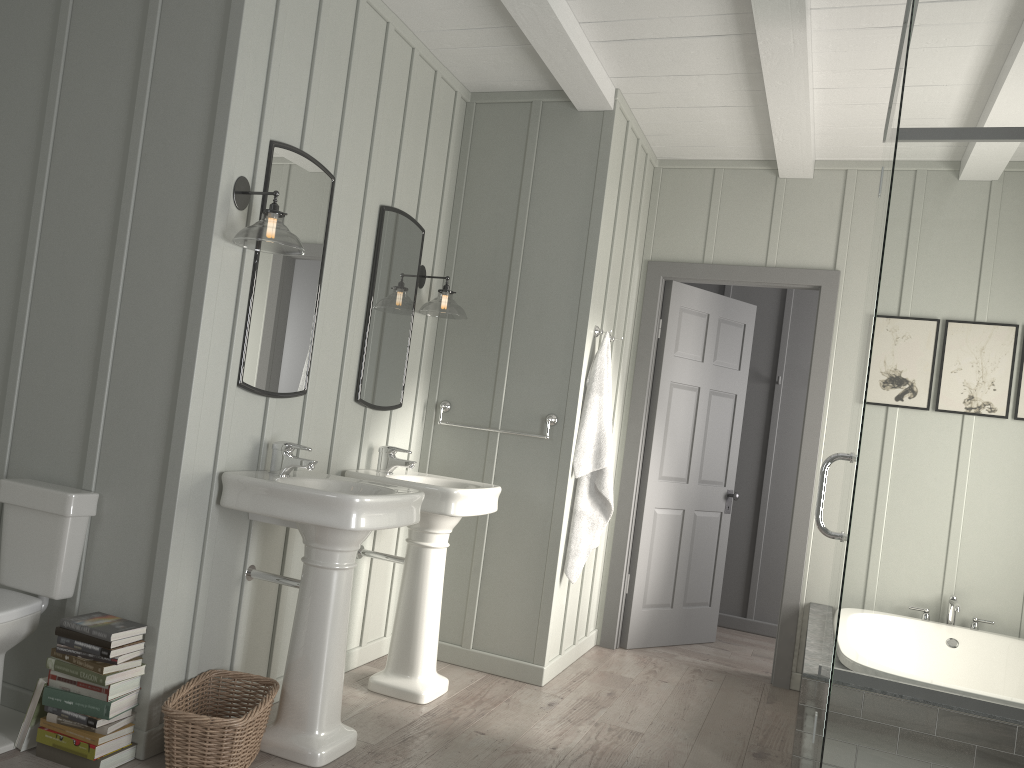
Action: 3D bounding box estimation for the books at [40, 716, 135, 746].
[{"bbox_3d":[-1.291,1.038,2.689,0.238,0.024,0.145,6,-3,22],"label":"books"}]

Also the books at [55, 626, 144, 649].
[{"bbox_3d":[-1.254,0.759,2.691,0.211,0.024,0.147,7,-3,18],"label":"books"}]

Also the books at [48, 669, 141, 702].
[{"bbox_3d":[-1.270,0.901,2.698,0.228,0.051,0.152,7,-2,17],"label":"books"}]

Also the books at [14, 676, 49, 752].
[{"bbox_3d":[-1.432,1.011,2.750,0.094,0.235,0.166,7,-2,21],"label":"books"}]

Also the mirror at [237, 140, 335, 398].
[{"bbox_3d":[-0.792,-0.388,3.146,0.015,0.884,0.414,7,-1,20],"label":"mirror"}]

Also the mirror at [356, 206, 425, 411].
[{"bbox_3d":[-0.527,-0.320,3.895,0.015,0.884,0.414,7,-1,20],"label":"mirror"}]

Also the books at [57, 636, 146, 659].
[{"bbox_3d":[-1.247,0.785,2.686,0.212,0.024,0.146,7,-3,21],"label":"books"}]

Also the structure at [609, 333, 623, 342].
[{"bbox_3d":[0.519,-0.227,4.469,0.081,0.056,0.055,7,-2,22],"label":"structure"}]

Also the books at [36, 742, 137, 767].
[{"bbox_3d":[-1.295,1.116,2.695,0.244,0.049,0.160,7,-3,19],"label":"books"}]

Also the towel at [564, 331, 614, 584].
[{"bbox_3d":[0.417,0.351,4.210,0.166,1.203,0.310,7,-1,26],"label":"towel"}]

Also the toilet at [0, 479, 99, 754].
[{"bbox_3d":[-1.619,0.703,2.693,0.340,0.787,0.512,7,-2,21],"label":"toilet"}]

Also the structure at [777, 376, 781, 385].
[{"bbox_3d":[1.797,-0.020,5.937,0.020,0.051,0.132,7,-2,20],"label":"structure"}]

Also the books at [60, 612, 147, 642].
[{"bbox_3d":[-1.240,0.736,2.687,0.212,0.024,0.146,6,-3,23],"label":"books"}]

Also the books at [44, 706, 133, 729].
[{"bbox_3d":[-1.286,0.990,2.687,0.212,0.024,0.146,6,-3,22],"label":"books"}]

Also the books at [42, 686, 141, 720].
[{"bbox_3d":[-1.279,0.952,2.693,0.232,0.053,0.156,7,-2,12],"label":"books"}]

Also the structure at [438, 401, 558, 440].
[{"bbox_3d":[-0.083,0.170,4.213,0.617,0.123,0.053,6,-2,23],"label":"structure"}]

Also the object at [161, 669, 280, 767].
[{"bbox_3d":[-0.925,1.084,2.799,0.293,0.220,0.463,7,-2,2],"label":"object"}]

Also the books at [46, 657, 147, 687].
[{"bbox_3d":[-1.265,0.859,2.692,0.241,0.032,0.166,7,-3,22],"label":"books"}]

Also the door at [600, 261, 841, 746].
[{"bbox_3d":[-0.213,0.150,2.077,4.364,2.195,7.597,7,-3,21],"label":"door"}]

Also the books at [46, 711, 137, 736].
[{"bbox_3d":[-1.281,1.015,2.696,0.210,0.025,0.147,7,-3,12],"label":"books"}]

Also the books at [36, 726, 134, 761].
[{"bbox_3d":[-1.296,1.070,2.686,0.228,0.041,0.158,7,-3,20],"label":"books"}]

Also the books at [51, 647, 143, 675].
[{"bbox_3d":[-1.264,0.832,2.693,0.239,0.024,0.144,6,-3,27],"label":"books"}]

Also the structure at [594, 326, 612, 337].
[{"bbox_3d":[0.437,-0.248,4.237,0.081,0.056,0.055,7,-2,22],"label":"structure"}]

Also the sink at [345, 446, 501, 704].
[{"bbox_3d":[-0.412,0.793,3.776,0.581,1.013,0.556,7,-2,21],"label":"sink"}]

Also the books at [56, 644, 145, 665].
[{"bbox_3d":[-1.254,0.809,2.699,0.210,0.025,0.148,7,-3,11],"label":"books"}]

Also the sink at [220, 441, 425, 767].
[{"bbox_3d":[-0.676,0.726,3.031,0.581,1.013,0.556,7,-2,21],"label":"sink"}]
